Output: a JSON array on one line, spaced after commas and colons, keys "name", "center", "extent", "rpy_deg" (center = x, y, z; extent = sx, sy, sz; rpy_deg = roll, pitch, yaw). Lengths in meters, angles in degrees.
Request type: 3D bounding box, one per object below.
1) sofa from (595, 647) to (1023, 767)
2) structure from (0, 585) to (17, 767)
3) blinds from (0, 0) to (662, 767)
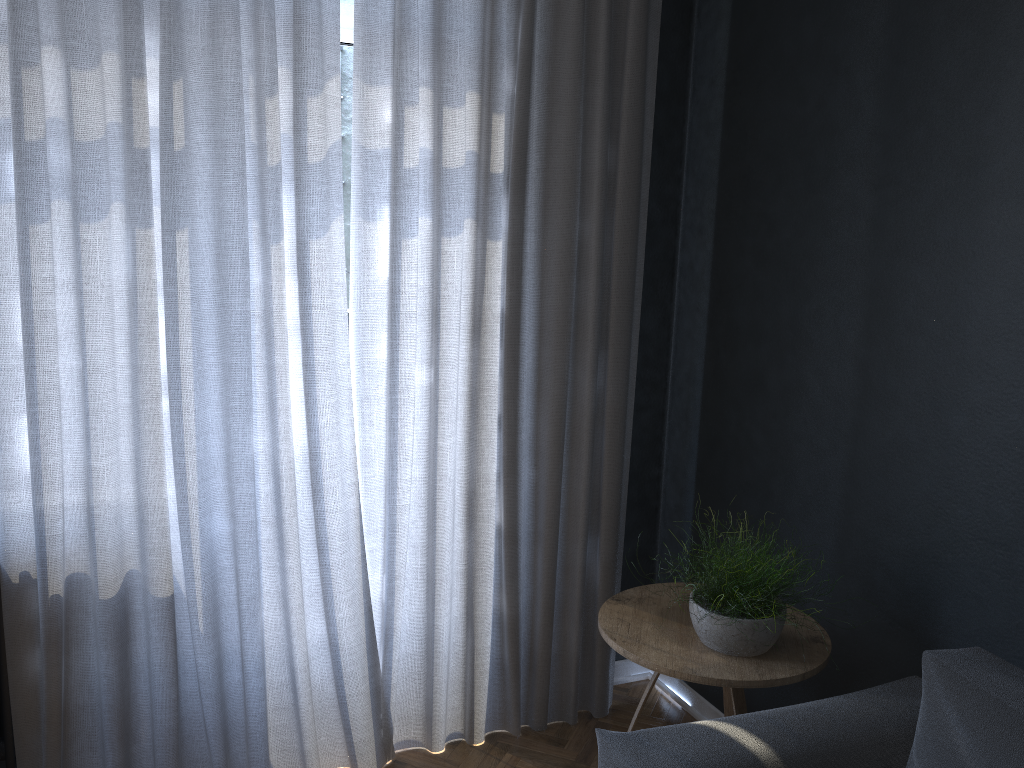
[{"name": "sofa", "center": [0.994, 1.075, 1.009], "extent": [0.970, 0.800, 2.334], "rpy_deg": [-2, 10, -24]}, {"name": "structure", "center": [-2.047, 0.740, 2.069], "extent": [1.846, 0.602, 0.215], "rpy_deg": [-2, 11, -24]}, {"name": "blinds", "center": [-1.350, -0.212, 2.125], "extent": [3.992, 2.796, 0.311], "rpy_deg": [-2, 11, -24]}]
